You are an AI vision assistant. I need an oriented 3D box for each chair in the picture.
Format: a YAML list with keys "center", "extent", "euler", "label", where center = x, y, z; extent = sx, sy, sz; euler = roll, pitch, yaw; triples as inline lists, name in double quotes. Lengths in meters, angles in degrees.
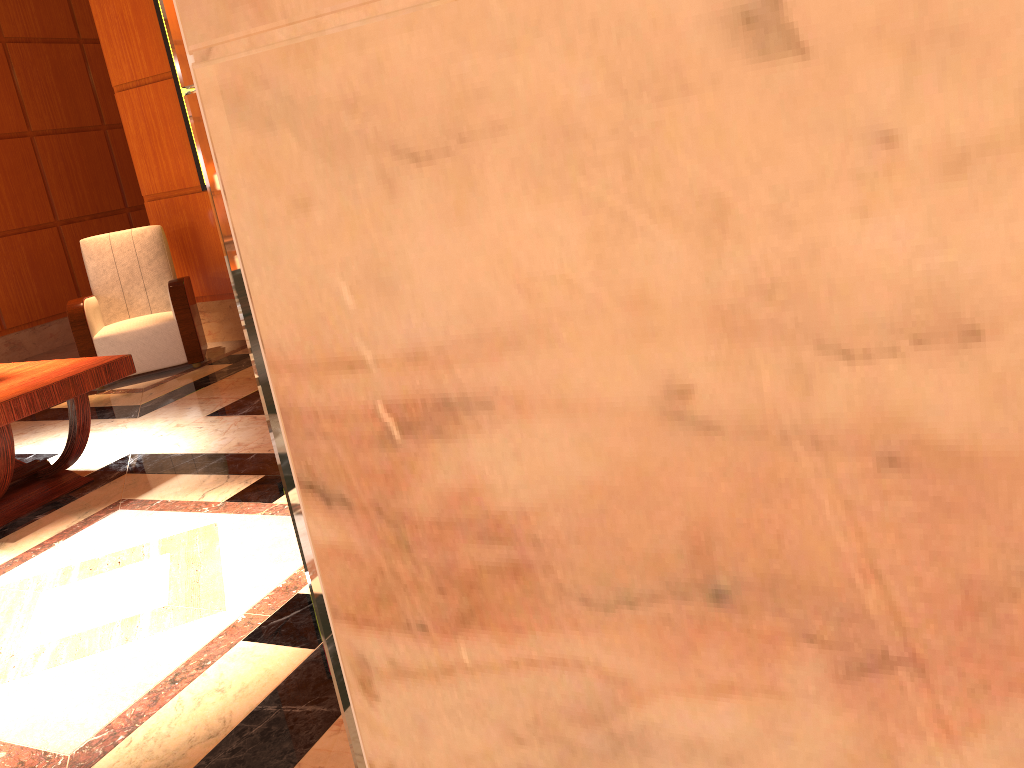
- center: [-2.570, -0.554, 6.030]
  extent: [0.739, 0.952, 0.633]
  euler: [-14, 15, -13]
  label: "chair"

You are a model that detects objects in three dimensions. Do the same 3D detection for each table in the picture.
- center: [-2.237, 0.263, 3.767]
  extent: [1.166, 0.529, 0.732]
  euler: [-3, 17, 26]
  label: "table"

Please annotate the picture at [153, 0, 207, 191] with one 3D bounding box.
- center: [-1.450, -2.237, 5.675]
  extent: [1.995, 1.721, 0.057]
  euler: [-3, 16, 26]
  label: "picture"
